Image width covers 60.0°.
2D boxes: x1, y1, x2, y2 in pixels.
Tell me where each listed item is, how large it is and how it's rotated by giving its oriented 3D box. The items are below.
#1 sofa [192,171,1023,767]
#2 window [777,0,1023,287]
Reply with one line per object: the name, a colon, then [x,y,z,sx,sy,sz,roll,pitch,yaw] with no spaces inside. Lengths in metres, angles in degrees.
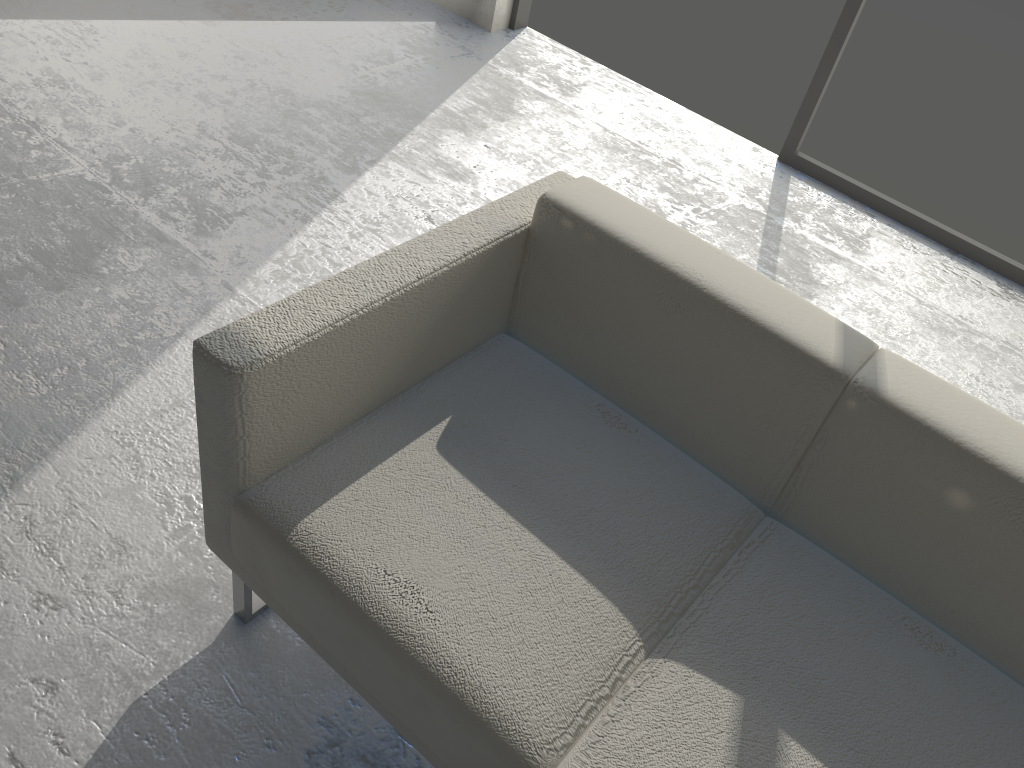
sofa: [0.493,0.471,1.211,1.881,0.658,0.821,36,46,22]
window: [2.745,-0.608,1.648,4.080,2.477,0.037,36,46,22]
